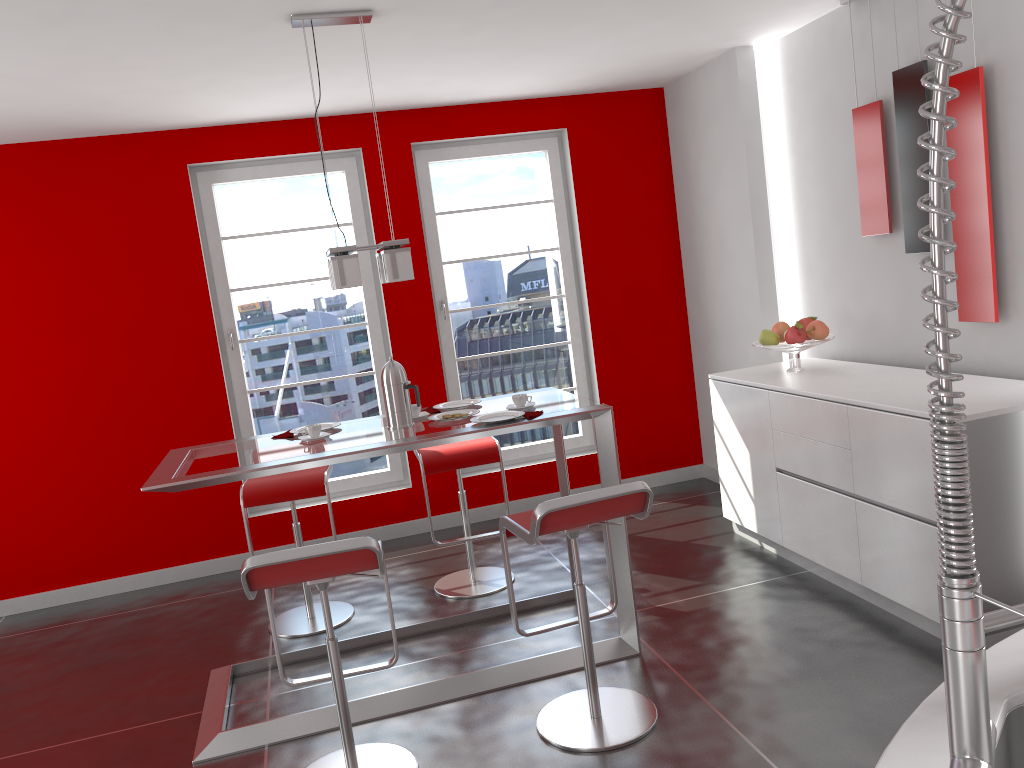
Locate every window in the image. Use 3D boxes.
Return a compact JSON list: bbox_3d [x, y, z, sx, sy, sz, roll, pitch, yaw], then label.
[{"bbox_3d":[-1.275,-0.315,5.442,0.938,2.038,0.117,-9,7,-13],"label":"window"},{"bbox_3d":[-0.026,-0.519,5.741,0.938,2.038,0.117,-9,7,-13],"label":"window"}]

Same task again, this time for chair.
[{"bbox_3d":[0.242,0.735,2.984,0.418,0.857,0.460,-10,8,-18],"label":"chair"},{"bbox_3d":[-0.252,0.603,4.535,0.418,0.857,0.460,-9,7,-11],"label":"chair"},{"bbox_3d":[-1.041,0.734,4.325,0.418,0.857,0.460,-8,7,-6],"label":"chair"},{"bbox_3d":[-0.562,0.866,2.797,0.418,0.857,0.460,-9,7,-9],"label":"chair"}]

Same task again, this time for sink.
[{"bbox_3d":[0.810,0.555,1.054,0.428,0.172,0.326,-2,9,37],"label":"sink"}]

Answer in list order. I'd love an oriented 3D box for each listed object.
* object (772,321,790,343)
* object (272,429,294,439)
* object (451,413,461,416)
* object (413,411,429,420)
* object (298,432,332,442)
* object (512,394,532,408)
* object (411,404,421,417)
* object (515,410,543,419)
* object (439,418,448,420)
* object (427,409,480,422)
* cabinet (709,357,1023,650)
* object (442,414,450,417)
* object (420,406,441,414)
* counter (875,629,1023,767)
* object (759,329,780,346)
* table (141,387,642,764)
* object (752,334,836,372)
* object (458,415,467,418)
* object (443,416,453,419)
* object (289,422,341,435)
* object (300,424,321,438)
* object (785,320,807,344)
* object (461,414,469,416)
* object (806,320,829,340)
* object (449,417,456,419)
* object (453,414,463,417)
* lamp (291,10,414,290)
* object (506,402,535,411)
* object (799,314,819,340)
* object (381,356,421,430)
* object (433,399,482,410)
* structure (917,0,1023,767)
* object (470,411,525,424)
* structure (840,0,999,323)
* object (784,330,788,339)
[{"bbox_3d":[1.373,-0.265,4.520,0.096,0.105,0.117,-6,7,15],"label":"object"},{"bbox_3d":[-0.964,0.214,3.719,0.095,0.012,0.234,-9,7,-15],"label":"object"},{"bbox_3d":[-0.228,0.124,3.609,0.036,0.006,0.034,-4,8,23],"label":"object"},{"bbox_3d":[-0.408,0.137,3.736,0.119,0.016,0.119,-10,8,-16],"label":"object"},{"bbox_3d":[-0.786,0.213,3.540,0.119,0.016,0.119,-12,9,-33],"label":"object"},{"bbox_3d":[0.040,0.068,3.621,0.078,0.049,0.062,-9,7,-14],"label":"object"},{"bbox_3d":[-0.418,0.114,3.737,0.078,0.049,0.062,-4,8,26],"label":"object"},{"bbox_3d":[0.080,0.112,3.435,0.095,0.012,0.234,-9,7,-13],"label":"object"},{"bbox_3d":[-0.276,0.141,3.577,0.034,0.006,0.036,-7,7,8],"label":"object"},{"bbox_3d":[-0.236,0.131,3.599,0.217,0.015,0.217,-4,8,24],"label":"object"},{"bbox_3d":[1.616,0.415,3.970,0.610,0.880,1.802,-9,7,-13],"label":"cabinet"},{"bbox_3d":[-0.268,0.129,3.614,0.034,0.006,0.036,-8,7,-1],"label":"object"},{"bbox_3d":[-0.374,0.117,3.867,0.095,0.012,0.234,-9,7,-15],"label":"object"},{"bbox_3d":[1.291,0.870,0.752,1.868,0.880,2.865,-5,8,20],"label":"counter"},{"bbox_3d":[1.281,-0.231,4.410,0.100,0.086,0.083,-2,9,36],"label":"object"},{"bbox_3d":[-0.467,0.674,3.630,1.700,1.000,0.800,-9,7,-13],"label":"table"},{"bbox_3d":[1.410,-0.143,4.427,0.398,0.159,0.398,-2,9,36],"label":"object"},{"bbox_3d":[-0.197,0.132,3.569,0.036,0.006,0.034,-9,7,-13],"label":"object"},{"bbox_3d":[-0.258,0.133,3.575,0.036,0.006,0.034,-6,7,10],"label":"object"},{"bbox_3d":[-0.831,0.191,3.748,0.217,0.015,0.217,-6,7,10],"label":"object"},{"bbox_3d":[-0.797,0.190,3.538,0.078,0.049,0.062,-6,7,9],"label":"object"},{"bbox_3d":[1.374,-0.251,4.323,0.097,0.133,0.117,-11,8,-24],"label":"object"},{"bbox_3d":[-0.197,0.127,3.606,0.036,0.006,0.034,-12,8,-29],"label":"object"},{"bbox_3d":[1.504,-0.264,4.344,0.121,0.101,0.097,-13,9,-34],"label":"object"},{"bbox_3d":[-0.238,0.139,3.551,0.036,0.006,0.034,-9,7,-14],"label":"object"},{"bbox_3d":[-0.216,0.128,3.568,0.034,0.006,0.036,-11,8,-25],"label":"object"},{"bbox_3d":[-0.621,-0.896,3.442,0.304,1.025,0.304,-9,7,-13],"label":"lamp"},{"bbox_3d":[0.036,0.093,3.622,0.119,0.016,0.119,-7,7,6],"label":"object"},{"bbox_3d":[1.483,-0.286,4.470,0.117,0.129,0.150,-3,9,34],"label":"object"},{"bbox_3d":[-0.448,0.028,3.548,0.149,0.287,0.113,-8,7,-5],"label":"object"},{"bbox_3d":[-0.240,0.094,3.896,0.217,0.015,0.217,-13,9,-37],"label":"object"},{"bbox_3d":[0.494,0.046,0.859,0.178,0.920,0.308,-3,8,30],"label":"structure"},{"bbox_3d":[-0.055,0.132,3.409,0.217,0.015,0.217,-5,8,23],"label":"object"},{"bbox_3d":[1.751,-1.023,3.851,0.040,1.503,0.820,-9,7,-13],"label":"structure"},{"bbox_3d":[1.407,-0.237,4.442,0.086,0.079,0.084,-6,7,15],"label":"object"}]
